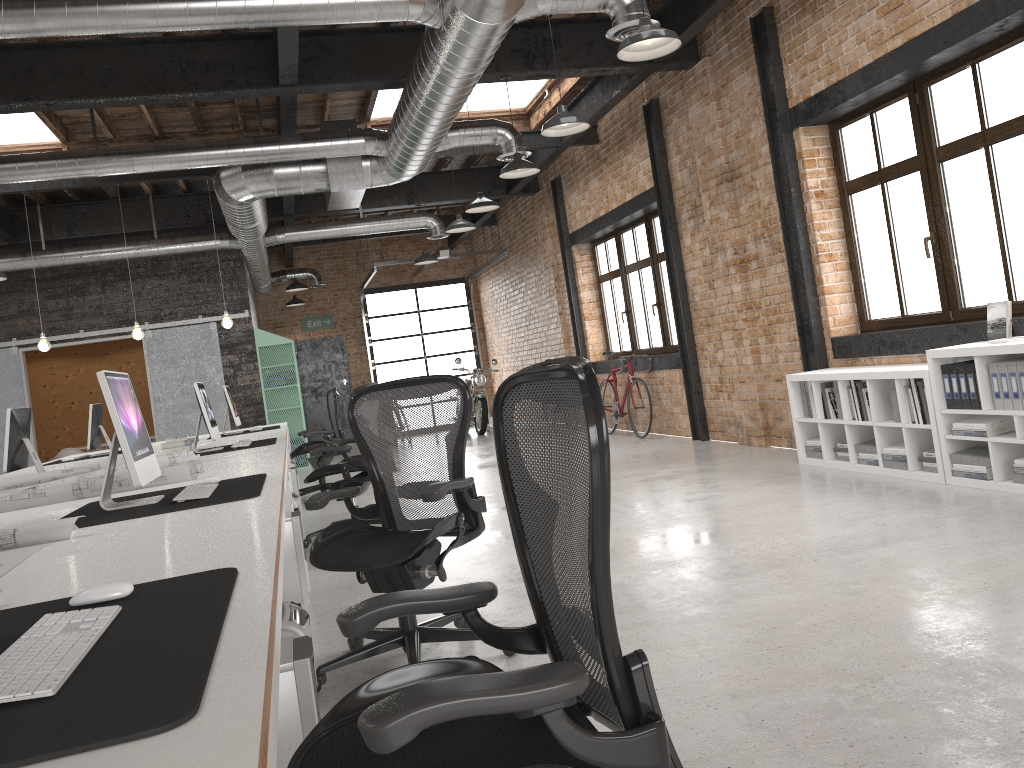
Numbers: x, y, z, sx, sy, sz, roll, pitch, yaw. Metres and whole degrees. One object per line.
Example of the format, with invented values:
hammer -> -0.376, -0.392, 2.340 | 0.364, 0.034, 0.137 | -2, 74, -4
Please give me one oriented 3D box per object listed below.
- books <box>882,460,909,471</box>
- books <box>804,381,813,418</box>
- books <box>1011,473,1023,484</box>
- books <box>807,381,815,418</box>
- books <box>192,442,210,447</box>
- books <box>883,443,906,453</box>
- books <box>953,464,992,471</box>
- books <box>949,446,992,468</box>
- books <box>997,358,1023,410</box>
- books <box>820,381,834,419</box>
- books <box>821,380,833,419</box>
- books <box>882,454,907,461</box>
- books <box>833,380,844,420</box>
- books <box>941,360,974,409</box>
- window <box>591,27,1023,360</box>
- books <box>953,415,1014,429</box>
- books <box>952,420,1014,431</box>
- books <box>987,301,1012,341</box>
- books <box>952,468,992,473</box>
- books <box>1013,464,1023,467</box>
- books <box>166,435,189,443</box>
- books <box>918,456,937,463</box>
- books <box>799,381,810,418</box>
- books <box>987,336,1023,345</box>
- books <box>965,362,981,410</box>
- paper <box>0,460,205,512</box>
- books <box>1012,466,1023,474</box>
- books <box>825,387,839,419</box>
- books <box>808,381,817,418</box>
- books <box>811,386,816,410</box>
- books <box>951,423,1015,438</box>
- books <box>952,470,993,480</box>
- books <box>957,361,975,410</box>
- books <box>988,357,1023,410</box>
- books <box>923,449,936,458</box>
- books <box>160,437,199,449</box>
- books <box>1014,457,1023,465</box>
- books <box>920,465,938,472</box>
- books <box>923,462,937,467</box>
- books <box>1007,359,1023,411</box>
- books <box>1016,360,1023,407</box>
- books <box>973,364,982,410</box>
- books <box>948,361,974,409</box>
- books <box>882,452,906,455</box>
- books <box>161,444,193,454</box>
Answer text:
books -> 2.565, 0.499, 5.704 | 0.217, 0.072, 0.289 | -9, 1, -14
books -> 2.340, 0.089, 6.654 | 0.249, 0.333, 0.060 | -8, -1, -9
books -> 2.841, 0.485, 4.680 | 0.217, 0.072, 0.289 | -9, 1, -14
books -> 2.354, 0.097, 6.624 | 0.265, 0.315, 0.025 | -8, -1, -9
books -> -2.714, 0.521, 7.481 | 0.243, 0.019, 0.206 | -8, 2, 23
books -> 2.551, 0.404, 5.687 | 0.215, 0.052, 0.251 | -9, 1, -14
books -> 2.711, 0.453, 5.083 | 0.215, 0.046, 0.251 | -9, 1, -14
books -> 2.705, 0.417, 5.103 | 0.217, 0.078, 0.290 | -9, 1, -14
books -> 2.767, -0.004, 4.800 | 0.232, 0.261, 0.062 | -8, -1, -14
books -> 2.373, 0.116, 6.430 | 0.222, 0.283, 0.061 | -8, -1, -9
books -> 2.380, 0.078, 6.466 | 0.272, 0.355, 0.062 | -8, -1, -9
books -> 2.553, 0.449, 5.697 | 0.207, 0.067, 0.275 | -9, 1, -14
books -> 2.431, 0.076, 6.290 | 0.259, 0.351, 0.065 | -8, -1, -9
books -> 2.657, 0.001, 5.210 | 0.232, 0.261, 0.062 | -8, -1, -14
window -> 2.259, -1.202, 8.183 | 0.147, 1.692, 8.618 | -8, 1, -14
books -> 2.687, 0.214, 5.043 | 0.215, 0.046, 0.251 | -9, 1, -14
books -> 2.690, 0.232, 5.047 | 0.219, 0.034, 0.259 | -9, 1, -14
books -> 2.851, -0.368, 5.183 | 0.065, 0.224, 0.160 | -8, 0, -14
books -> 2.713, 0.471, 5.088 | 0.219, 0.034, 0.259 | -9, 1, -14
books -> 2.831, 0.408, 4.666 | 0.219, 0.039, 0.260 | -9, 1, -14
books -> -2.553, 0.420, 6.756 | 0.153, 0.030, 0.184 | -9, 1, -16
books -> 2.668, 0.442, 5.413 | 0.223, 0.055, 0.281 | -9, 1, -14
books -> 2.332, 0.080, 6.716 | 0.259, 0.351, 0.065 | -8, -1, -9
books -> 2.759, -0.243, 4.813 | 0.174, 0.021, 0.272 | -9, 1, -14
books -> 2.704, -0.001, 5.023 | 0.232, 0.261, 0.062 | -8, -1, -14
paper -> -1.924, 0.467, 3.824 | 1.137, 0.082, 0.082 | -9, 0, -20
books -> 2.830, 0.435, 4.672 | 0.207, 0.067, 0.275 | -9, 1, -14
books -> 2.381, 0.137, 6.395 | 0.197, 0.240, 0.058 | -8, -1, -9
books -> 2.359, 0.102, 6.602 | 0.259, 0.305, 0.040 | -8, -1, -9
books -> 2.327, 0.130, 6.556 | 0.183, 0.262, 0.056 | -8, -1, -9
books -> 2.689, 0.259, 5.054 | 0.207, 0.061, 0.274 | -9, 1, -14
books -> 2.712, 0.497, 5.094 | 0.207, 0.061, 0.274 | -9, 1, -14
books -> 2.689, 0.000, 5.086 | 0.232, 0.261, 0.062 | -8, -1, -14
books -> 2.751, -0.003, 4.862 | 0.232, 0.261, 0.062 | -8, -1, -14
books -> 2.665, 0.410, 5.389 | 0.199, 0.055, 0.239 | -9, 1, -14
books -> -2.533, 0.449, 6.758 | 0.193, 0.044, 0.257 | -8, 1, 3
books -> 2.828, 0.390, 4.663 | 0.215, 0.052, 0.251 | -9, 1, -14
books -> 2.660, 0.501, 5.409 | 0.184, 0.050, 0.261 | -9, 1, -14
books -> 2.652, 0.473, 5.394 | 0.164, 0.047, 0.238 | -9, 1, -14
books -> 2.782, -0.005, 4.738 | 0.232, 0.261, 0.062 | -8, -1, -14
books -> 2.798, -0.005, 4.675 | 0.232, 0.261, 0.062 | -8, -1, -14
books -> 2.720, -0.001, 4.961 | 0.232, 0.261, 0.062 | -8, -1, -14
books -> 2.673, 0.001, 5.149 | 0.232, 0.261, 0.062 | -8, -1, -14
books -> 2.554, 0.422, 5.691 | 0.219, 0.039, 0.260 | -9, 1, -14
books -> -2.545, 0.499, 6.737 | 0.201, 0.050, 0.271 | -9, 1, -17
